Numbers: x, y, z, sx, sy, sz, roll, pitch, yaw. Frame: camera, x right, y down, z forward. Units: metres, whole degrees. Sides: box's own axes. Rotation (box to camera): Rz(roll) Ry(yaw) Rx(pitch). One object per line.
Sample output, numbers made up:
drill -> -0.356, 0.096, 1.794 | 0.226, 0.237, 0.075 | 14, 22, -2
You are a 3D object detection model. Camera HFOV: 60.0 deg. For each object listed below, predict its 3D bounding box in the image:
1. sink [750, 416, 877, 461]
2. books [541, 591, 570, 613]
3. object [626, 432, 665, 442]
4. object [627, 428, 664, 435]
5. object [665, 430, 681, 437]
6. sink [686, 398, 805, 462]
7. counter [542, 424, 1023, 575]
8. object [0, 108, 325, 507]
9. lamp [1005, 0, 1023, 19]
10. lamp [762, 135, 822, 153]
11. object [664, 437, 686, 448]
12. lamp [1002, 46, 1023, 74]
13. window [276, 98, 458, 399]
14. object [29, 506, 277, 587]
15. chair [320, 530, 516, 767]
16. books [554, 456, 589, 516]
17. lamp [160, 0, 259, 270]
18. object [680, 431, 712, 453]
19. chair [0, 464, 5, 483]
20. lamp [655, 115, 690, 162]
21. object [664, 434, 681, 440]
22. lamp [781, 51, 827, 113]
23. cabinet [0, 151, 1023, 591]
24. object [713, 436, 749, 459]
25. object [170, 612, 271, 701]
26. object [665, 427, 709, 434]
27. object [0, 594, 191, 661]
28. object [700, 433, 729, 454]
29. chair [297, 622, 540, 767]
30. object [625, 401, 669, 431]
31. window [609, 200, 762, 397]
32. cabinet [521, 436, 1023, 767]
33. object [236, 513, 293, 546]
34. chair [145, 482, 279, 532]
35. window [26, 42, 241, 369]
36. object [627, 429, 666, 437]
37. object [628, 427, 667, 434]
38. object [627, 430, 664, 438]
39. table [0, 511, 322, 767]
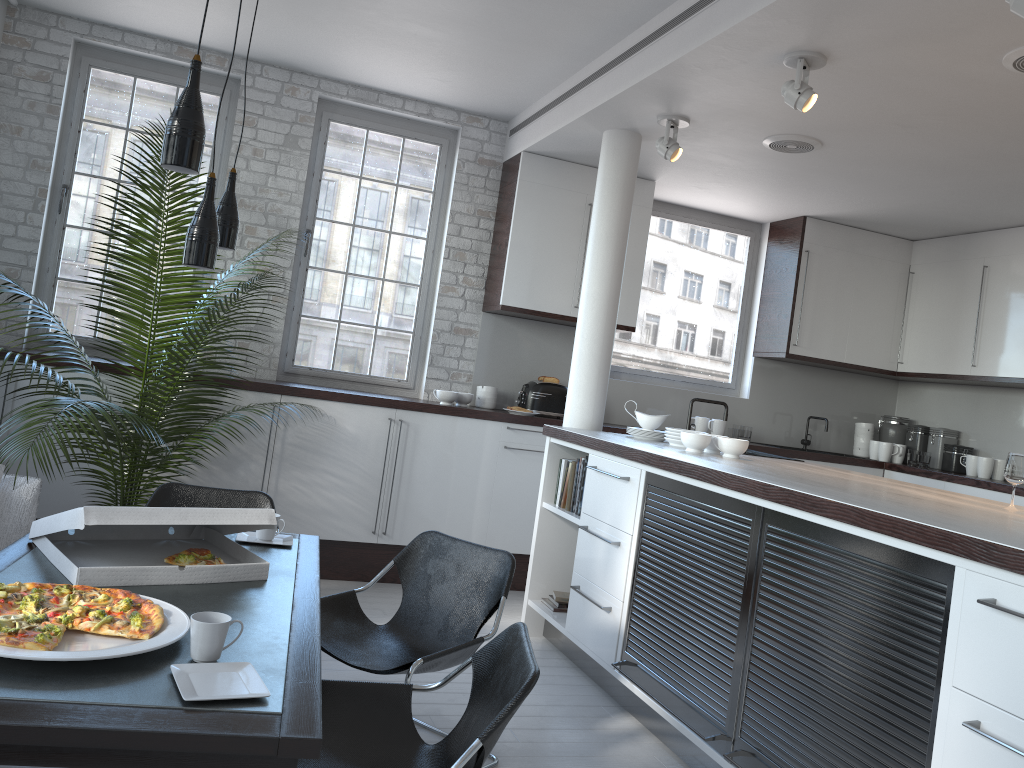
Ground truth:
sink -> 2.392, 0.464, 7.052 | 0.914, 0.414, 0.434 | 8, -1, -19
books -> 0.391, 1.097, 4.843 | 0.292, 0.324, 0.473 | 8, -1, -22
object -> 0.780, 0.305, 5.057 | 0.261, 0.028, 0.262 | 8, 0, -30
object -> 0.784, 0.283, 5.058 | 0.262, 0.028, 0.261 | 8, 0, 9
object -> 0.941, 0.288, 4.787 | 0.235, 0.041, 0.236 | 8, 0, -26
sink -> 1.256, 0.369, 5.125 | 0.647, 0.519, 0.547 | 8, -1, -19
counter -> 1.531, 0.461, 3.358 | 1.444, 0.061, 4.205 | 8, 0, -19
object -> -2.198, -0.179, 4.812 | 1.926, 2.625, 2.393 | 7, -1, 29
lamp -> 1.646, -1.249, 2.781 | 0.183, 0.239, 0.183 | 8, -1, -16
lamp -> 1.612, -1.377, 5.105 | 0.327, 0.025, 0.329 | 8, 0, -44
object -> 0.936, 0.323, 4.785 | 0.235, 0.041, 0.236 | 8, 0, -23
lamp -> 2.147, -1.294, 3.542 | 0.328, 0.025, 0.329 | 8, 0, -14
window -> -1.999, -1.430, 10.740 | 8.121, 6.077, 9.156 | 8, 0, -19
object -> -1.137, 0.451, 2.816 | 0.589, 0.216, 0.589 | 8, 0, -40
chair -> -0.404, 0.981, 3.249 | 0.672, 0.779, 0.662 | 7, -1, 36
books -> 0.441, 0.547, 4.834 | 0.253, 0.323, 0.510 | 8, 0, -19
lamp -> -0.779, -1.254, 2.591 | 0.114, 1.855, 1.055 | 8, -1, -12
object -> 0.910, 0.291, 4.398 | 0.156, 0.093, 0.157 | 8, 0, -19
chair -> -2.145, 0.508, 3.311 | 0.220, 0.439, 0.456 | 7, -1, 41
lamp -> 0.893, -1.366, 4.983 | 0.183, 0.239, 0.183 | 8, -1, -16
object -> 0.938, 0.306, 4.786 | 0.235, 0.041, 0.236 | 8, 0, -20
lamp -> 1.269, -1.308, 3.882 | 0.183, 0.239, 0.183 | 8, -1, -16
cabinet -> 1.041, 0.062, 3.325 | 7.215, 3.004, 7.308 | 8, 0, -19
object -> 1.086, 0.316, 4.379 | 0.156, 0.093, 0.156 | 8, 0, -4
object -> -0.638, 0.586, 1.921 | 0.175, 0.097, 0.302 | 8, 0, -29
object -> 0.944, 0.270, 4.787 | 0.236, 0.041, 0.235 | 8, 0, 22
object -> -1.025, 0.563, 2.048 | 0.531, 0.042, 0.533 | 8, 0, -22
object -> 1.029, 0.307, 4.546 | 0.156, 0.093, 0.157 | 8, 0, -33
chair -> -0.319, 0.998, 2.206 | 0.664, 0.779, 0.670 | 8, -1, -4
object -> 0.771, 0.194, 5.065 | 0.269, 0.173, 0.130 | 8, -1, 11
window -> 1.374, -0.693, 7.139 | 1.296, 1.460, 0.133 | 8, -2, -19
cabinet -> 1.452, 1.045, 3.328 | 1.498, 1.172, 4.174 | 8, 0, -19
object -> -0.918, 0.539, 3.316 | 0.204, 0.098, 0.176 | 8, 0, -14
chair -> -1.292, 0.854, 3.626 | 0.670, 0.779, 0.665 | 8, -1, -14
window -> -2.461, -1.147, 5.820 | 1.031, 1.993, 0.133 | 9, -2, -19
object -> 0.782, 0.291, 5.058 | 0.262, 0.028, 0.261 | 8, 0, 5
object -> 0.785, 0.276, 5.059 | 0.261, 0.028, 0.262 | 8, 0, -31
object -> 0.782, 0.298, 5.058 | 0.262, 0.028, 0.261 | 8, 0, 6
table -> -1.079, 0.925, 2.512 | 0.958, 0.704, 1.919 | 8, 0, -13
